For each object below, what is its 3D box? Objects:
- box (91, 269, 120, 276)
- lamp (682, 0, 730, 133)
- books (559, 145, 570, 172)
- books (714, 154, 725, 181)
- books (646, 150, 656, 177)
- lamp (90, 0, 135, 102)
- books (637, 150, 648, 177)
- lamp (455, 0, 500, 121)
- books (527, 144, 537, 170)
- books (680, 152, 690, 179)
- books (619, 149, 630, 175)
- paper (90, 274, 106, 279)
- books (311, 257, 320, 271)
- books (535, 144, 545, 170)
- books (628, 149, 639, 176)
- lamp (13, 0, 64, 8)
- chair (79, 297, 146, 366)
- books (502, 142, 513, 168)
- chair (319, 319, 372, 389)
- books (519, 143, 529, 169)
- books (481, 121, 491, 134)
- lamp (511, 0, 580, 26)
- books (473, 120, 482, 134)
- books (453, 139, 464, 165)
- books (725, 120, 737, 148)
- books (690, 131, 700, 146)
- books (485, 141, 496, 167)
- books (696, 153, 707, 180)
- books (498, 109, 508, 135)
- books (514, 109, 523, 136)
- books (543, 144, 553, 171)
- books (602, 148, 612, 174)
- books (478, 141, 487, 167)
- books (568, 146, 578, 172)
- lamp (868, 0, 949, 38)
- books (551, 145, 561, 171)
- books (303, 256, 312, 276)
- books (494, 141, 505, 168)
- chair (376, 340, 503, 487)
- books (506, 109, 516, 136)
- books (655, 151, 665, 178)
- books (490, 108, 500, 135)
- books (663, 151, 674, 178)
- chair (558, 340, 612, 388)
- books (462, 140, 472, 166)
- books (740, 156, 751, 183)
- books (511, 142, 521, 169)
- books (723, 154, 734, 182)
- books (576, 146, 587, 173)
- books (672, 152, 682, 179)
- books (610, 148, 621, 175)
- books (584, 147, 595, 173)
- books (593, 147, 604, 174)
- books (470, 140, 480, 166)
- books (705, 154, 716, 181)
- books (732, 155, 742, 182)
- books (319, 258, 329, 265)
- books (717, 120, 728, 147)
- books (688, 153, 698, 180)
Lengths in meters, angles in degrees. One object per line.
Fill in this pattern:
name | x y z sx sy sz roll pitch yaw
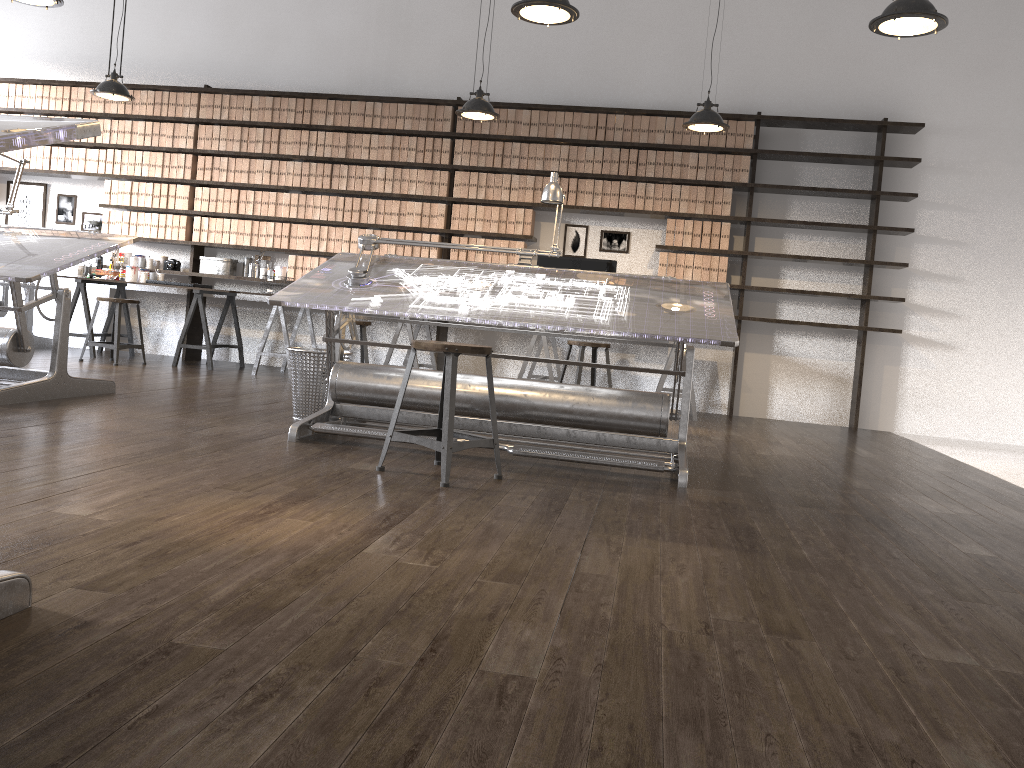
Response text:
box | -3.581 -0.966 7.826 0.212 0.083 0.138 6 3 9
lamp | 1.390 -2.825 5.877 0.311 2.250 0.312 6 1 34
books | 0.447 -1.873 7.434 0.067 0.225 0.175 5 2 9
books | 1.692 -1.747 7.236 0.067 0.225 0.174 5 2 9
books | 1.149 -1.802 7.320 0.067 0.225 0.174 5 2 9
lamp | -2.875 -3.257 6.574 0.310 2.250 0.313 5 1 -11
books | 1.080 -1.809 7.336 0.067 0.225 0.175 5 2 9
lamp | -0.137 -2.980 6.126 0.311 2.250 0.312 6 1 34
books | 0.183 -1.900 7.482 0.067 0.225 0.175 5 2 9
books | 1.421 -1.775 7.278 0.067 0.225 0.175 5 2 9
books | 0.933 -1.824 7.360 0.067 0.225 0.175 5 2 9
paper | -3.592 -0.930 7.673 0.155 0.038 0.138 5 4 -6
books | -1.708 -0.997 7.793 0.067 0.225 0.174 5 2 9
books | 0.249 -1.893 7.465 0.067 0.225 0.175 5 2 9
books | 1.005 -1.816 7.342 0.067 0.225 0.175 5 2 9
lamp | -2.310 -3.048 4.396 0.311 2.250 0.312 6 1 29
chair | -3.176 -0.422 7.102 0.372 0.527 0.358 6 2 17
books | -0.026 -1.921 7.516 0.067 0.225 0.175 5 2 9
chair | -1.248 -0.221 6.717 0.371 0.527 0.359 4 2 -18
books | 0.113 -1.907 7.493 0.067 0.225 0.174 5 2 9
books | -0.202 -2.217 7.539 0.067 0.225 0.174 5 2 9
lamp | 0.249 -2.789 3.978 0.311 2.250 0.312 6 1 34
books | -0.271 -2.224 7.555 0.067 0.225 0.175 5 2 9
books | -0.442 -1.963 7.581 0.067 0.225 0.174 5 2 9
books | 1.782 -2.016 7.218 0.067 0.225 0.175 5 2 9
books | 1.504 -2.044 7.261 0.067 0.225 0.174 5 2 9
books | -0.172 -1.936 7.540 0.067 0.225 0.175 5 2 9
books | 1.553 -1.761 7.253 0.067 0.225 0.175 5 2 9
books | -0.062 -2.203 7.520 0.067 0.225 0.175 5 2 9
books | 0.069 -2.190 7.497 0.067 0.225 0.175 5 2 9
books | 0.315 -1.887 7.459 0.067 0.225 0.175 5 2 9
books | 0.796 -1.837 7.375 0.067 0.225 0.175 5 2 9
books | -0.237 -1.943 7.548 0.067 0.225 0.175 5 2 9
books | 0.517 -1.866 7.426 0.067 0.225 0.175 5 2 9
lamp | 1.777 -2.634 3.729 0.310 2.250 0.313 5 1 -11
books | 0.376 -1.880 7.447 0.067 0.225 0.175 5 2 9
books | -1.777 -1.005 7.808 0.067 0.225 0.174 5 2 9
books | -0.101 -1.928 7.523 0.067 0.225 0.175 5 2 9
chair | -0.258 0.104 3.468 0.373 0.527 0.358 7 3 37
books | 0.003 -2.196 7.503 0.067 0.225 0.175 5 2 9
books | 1.219 -1.795 7.312 0.067 0.225 0.174 5 2 9
books | -0.132 -2.210 7.532 0.067 0.225 0.174 5 2 9
books | 1.289 -1.788 7.301 0.067 0.225 0.175 5 2 9
chair | 0.537 -0.042 6.452 0.358 0.527 0.373 4 2 -23
books | -0.371 -1.956 7.566 0.067 0.225 0.175 5 2 9
books | 1.887 -1.727 7.200 0.067 0.225 0.175 5 2 9
books | 0.043 -1.914 7.500 0.067 0.225 0.174 5 2 9
books | 1.759 -1.740 7.218 0.067 0.225 0.175 5 2 9
books | 0.586 -1.859 7.417 0.067 0.225 0.174 5 2 9
books | 1.354 -1.781 7.284 0.067 0.225 0.175 5 2 9
books | 0.859 -1.831 7.369 0.067 0.225 0.175 5 2 9
books | 0.654 -1.852 7.402 0.067 0.225 0.174 5 2 9
books | 0.725 -1.845 7.387 0.067 0.225 0.175 5 2 9
books | -0.300 -1.948 7.554 0.067 0.225 0.175 5 2 9
books | 1.623 -1.754 7.246 0.067 0.225 0.175 5 2 9
books | 1.826 -1.734 7.212 0.067 0.225 0.175 5 2 9
books | -1.637 -0.991 7.786 0.067 0.225 0.175 5 2 9
books | 1.709 -2.024 7.229 0.067 0.225 0.175 5 2 9
books | 1.482 -1.768 7.267 0.067 0.225 0.175 5 2 9
